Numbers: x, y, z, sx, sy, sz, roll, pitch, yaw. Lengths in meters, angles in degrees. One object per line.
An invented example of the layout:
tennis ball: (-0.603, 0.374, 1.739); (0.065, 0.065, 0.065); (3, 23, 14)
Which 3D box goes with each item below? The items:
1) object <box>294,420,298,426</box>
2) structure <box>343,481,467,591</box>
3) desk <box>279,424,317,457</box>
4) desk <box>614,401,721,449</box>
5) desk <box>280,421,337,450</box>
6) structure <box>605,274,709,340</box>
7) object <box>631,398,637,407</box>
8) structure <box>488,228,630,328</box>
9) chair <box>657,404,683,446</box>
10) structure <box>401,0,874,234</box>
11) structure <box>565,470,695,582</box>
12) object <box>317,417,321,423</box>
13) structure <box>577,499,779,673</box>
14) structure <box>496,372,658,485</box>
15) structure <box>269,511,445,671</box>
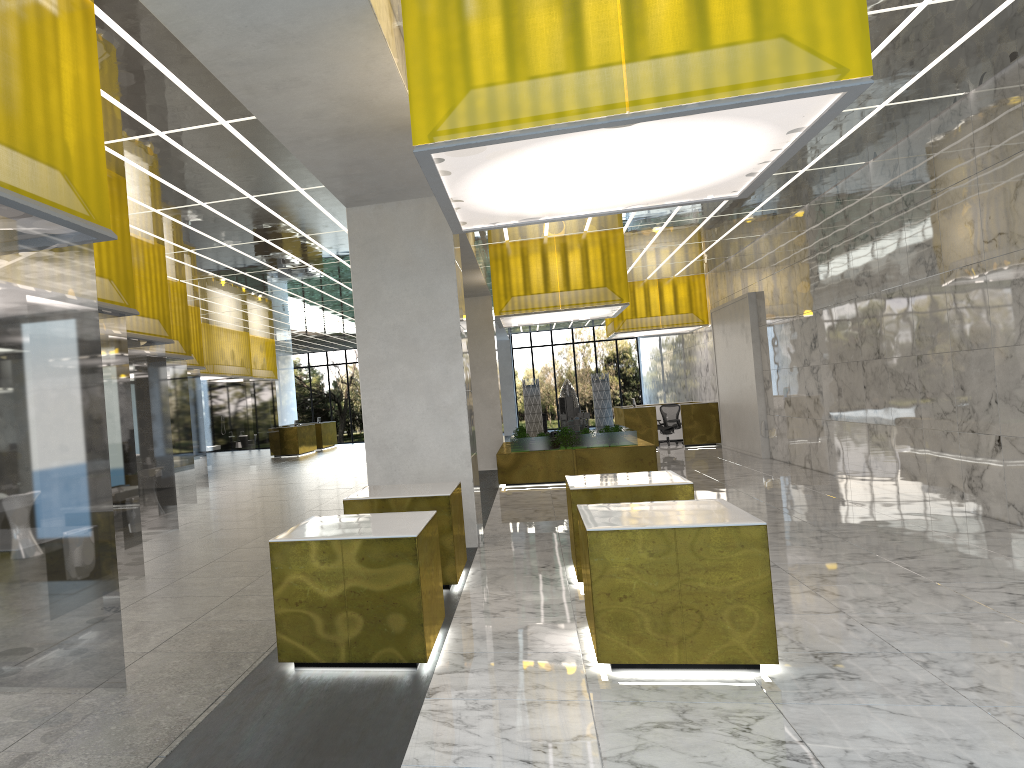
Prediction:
object: (-11.478, 2.244, 44.943); (0.544, 0.667, 0.765); (-5, -1, 6)
structure: (-1.312, 1.925, 10.821); (1.353, 1.173, 1.470); (-5, -1, 7)
desk: (-12.283, 3.029, 45.169); (3.187, 1.508, 3.548); (-4, -1, 7)
desk: (5.544, 1.497, 31.154); (3.187, 1.508, 3.548); (-4, -1, 7)
desk: (-12.171, 3.085, 50.053); (3.187, 1.508, 3.548); (-4, -1, 7)
structure: (5.129, -2.998, 31.254); (3.229, 2.269, 3.172); (-4, -1, 8)
object: (4.620, 0.849, 31.404); (0.544, 0.667, 0.765); (-5, -1, 6)
structure: (1.094, -2.820, 21.772); (3.228, 2.269, 3.302); (-4, -1, 7)
chair: (5.665, 1.480, 30.975); (1.189, 1.493, 0.973); (-5, -1, 32)
structure: (0.770, -2.982, 7.721); (3.227, 2.269, 3.302); (-4, -1, 7)
structure: (1.375, 1.713, 10.148); (1.353, 1.173, 1.470); (-5, -1, 7)
object: (-11.365, 2.301, 49.870); (0.544, 0.667, 0.765); (-5, -1, 5)
structure: (1.308, 1.679, 7.257); (1.353, 1.173, 1.470); (-5, -1, 7)
structure: (1.497, 1.063, 22.997); (3.826, 2.571, 5.252); (-4, -1, 6)
structure: (-1.379, 1.891, 7.936); (1.353, 1.173, 1.470); (-5, -1, 7)
